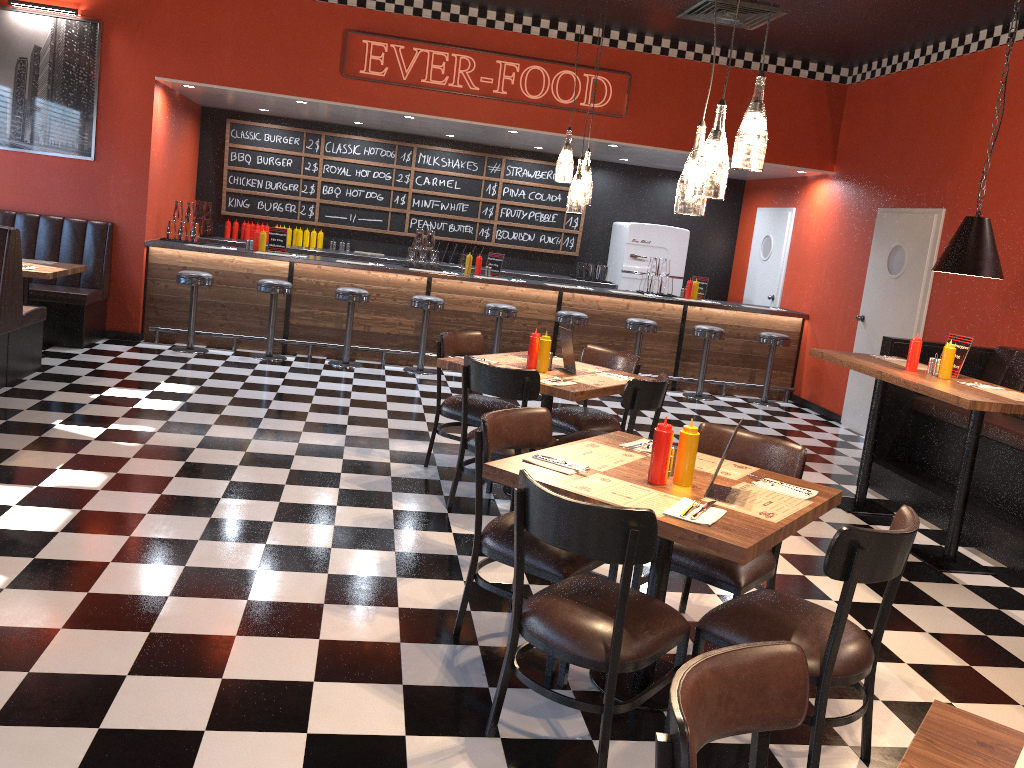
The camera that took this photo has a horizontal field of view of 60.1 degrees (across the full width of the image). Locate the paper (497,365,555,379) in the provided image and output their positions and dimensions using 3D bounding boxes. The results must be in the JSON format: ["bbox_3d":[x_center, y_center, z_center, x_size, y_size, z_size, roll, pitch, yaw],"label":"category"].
[{"bbox_3d":[0.028,-0.067,5.037,0.367,0.001,0.261,14,12,34],"label":"paper"}]

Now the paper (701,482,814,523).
[{"bbox_3d":[0.840,0.399,3.020,0.262,0.001,0.366,14,13,35],"label":"paper"}]

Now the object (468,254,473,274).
[{"bbox_3d":[-0.471,-1.321,9.671,0.068,0.236,0.068,7,8,3],"label":"object"}]

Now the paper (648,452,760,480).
[{"bbox_3d":[0.751,0.307,3.469,0.367,0.001,0.261,14,12,33],"label":"paper"}]

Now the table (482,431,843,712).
[{"bbox_3d":[0.520,0.714,3.238,0.964,0.769,0.958,13,11,35],"label":"table"}]

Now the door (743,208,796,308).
[{"bbox_3d":[3.102,-1.110,11.070,0.161,2.166,1.034,6,8,-10],"label":"door"}]

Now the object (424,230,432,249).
[{"bbox_3d":[-0.899,-1.570,9.658,0.106,0.207,0.105,13,10,35],"label":"object"}]

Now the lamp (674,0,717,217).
[{"bbox_3d":[0.735,-1.549,2.957,0.108,1.954,0.109,7,8,2],"label":"lamp"}]

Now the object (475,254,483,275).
[{"bbox_3d":[-0.363,-1.305,9.656,0.068,0.236,0.068,7,8,3],"label":"object"}]

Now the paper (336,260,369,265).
[{"bbox_3d":[-1.643,-1.262,9.221,0.365,0.001,0.263,5,10,-8],"label":"paper"}]

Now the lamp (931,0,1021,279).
[{"bbox_3d":[2.755,-1.630,4.990,0.383,2.032,0.383,12,9,31],"label":"lamp"}]

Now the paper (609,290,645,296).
[{"bbox_3d":[1.259,-0.999,9.723,0.365,0.001,0.263,5,10,-8],"label":"paper"}]

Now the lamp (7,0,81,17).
[{"bbox_3d":[-4.331,-3.486,8.211,0.610,0.056,0.082,5,10,-10],"label":"lamp"}]

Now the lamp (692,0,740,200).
[{"bbox_3d":[0.774,-1.581,2.832,0.109,1.954,0.108,12,9,32],"label":"lamp"}]

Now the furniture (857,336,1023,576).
[{"bbox_3d":[3.861,1.081,2.415,1.103,1.142,8.822,5,10,-10],"label":"furniture"}]

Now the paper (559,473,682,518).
[{"bbox_3d":[0.376,0.362,2.915,0.367,0.001,0.261,14,12,33],"label":"paper"}]

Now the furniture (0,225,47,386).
[{"bbox_3d":[-4.471,-0.691,6.549,1.708,1.147,0.711,5,9,-10],"label":"furniture"}]

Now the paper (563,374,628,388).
[{"bbox_3d":[0.488,-0.021,5.092,0.262,0.001,0.366,14,12,34],"label":"paper"}]

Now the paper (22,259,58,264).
[{"bbox_3d":[-4.192,-1.073,7.732,0.365,0.001,0.263,4,11,-14],"label":"paper"}]

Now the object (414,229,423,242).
[{"bbox_3d":[-1.012,-1.578,9.630,0.106,0.207,0.105,13,10,35],"label":"object"}]

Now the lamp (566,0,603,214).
[{"bbox_3d":[0.482,-1.953,5.010,0.109,1.954,0.108,13,10,37],"label":"lamp"}]

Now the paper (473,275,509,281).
[{"bbox_3d":[-0.223,-1.129,9.442,0.365,0.001,0.263,5,10,-8],"label":"paper"}]

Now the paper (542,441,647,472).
[{"bbox_3d":[0.316,0.271,3.371,0.262,0.001,0.366,14,12,32],"label":"paper"}]

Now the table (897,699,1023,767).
[{"bbox_3d":[0.899,1.139,1.156,0.964,0.769,0.958,13,11,35],"label":"table"}]

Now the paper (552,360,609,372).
[{"bbox_3d":[0.403,-0.116,5.556,0.367,0.001,0.261,15,13,37],"label":"paper"}]

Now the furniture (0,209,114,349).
[{"bbox_3d":[-4.725,-1.023,8.202,1.708,1.147,0.711,5,9,-10],"label":"furniture"}]

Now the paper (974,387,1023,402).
[{"bbox_3d":[2.782,0.066,4.892,0.261,0.001,0.368,6,10,-7],"label":"paper"}]

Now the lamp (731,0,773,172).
[{"bbox_3d":[0.911,-1.684,2.858,0.108,1.954,0.109,1,10,-37],"label":"lamp"}]

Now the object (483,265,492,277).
[{"bbox_3d":[-0.258,-1.231,9.612,0.094,0.135,0.047,14,11,40],"label":"object"}]

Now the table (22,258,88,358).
[{"bbox_3d":[-4.612,-0.668,7.392,1.690,0.769,0.963,5,9,-10],"label":"table"}]

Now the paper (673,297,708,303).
[{"bbox_3d":[1.994,-0.930,9.840,0.365,0.001,0.263,5,10,-9],"label":"paper"}]

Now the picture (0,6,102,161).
[{"bbox_3d":[-4.435,-2.824,8.330,1.022,1.293,0.016,6,8,-10],"label":"picture"}]

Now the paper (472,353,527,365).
[{"bbox_3d":[-0.051,-0.156,5.472,0.262,0.001,0.366,14,12,35],"label":"paper"}]

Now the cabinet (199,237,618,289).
[{"bbox_3d":[-1.368,-1.068,11.139,5.280,0.993,0.680,5,9,-10],"label":"cabinet"}]

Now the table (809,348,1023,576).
[{"bbox_3d":[2.481,0.435,5.460,0.695,0.993,1.704,6,10,-10],"label":"table"}]

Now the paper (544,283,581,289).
[{"bbox_3d":[0.545,-1.058,9.567,0.365,0.001,0.263,5,11,-13],"label":"paper"}]

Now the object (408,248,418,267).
[{"bbox_3d":[-1.069,-1.360,9.561,0.106,0.207,0.105,13,10,35],"label":"object"}]

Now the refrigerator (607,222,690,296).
[{"bbox_3d":[1.688,-1.169,11.496,0.802,1.792,0.855,6,8,-10],"label":"refrigerator"}]

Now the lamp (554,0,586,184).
[{"bbox_3d":[0.420,-2.159,5.139,0.108,1.954,0.109,4,8,-18],"label":"lamp"}]

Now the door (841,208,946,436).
[{"bbox_3d":[3.524,-0.559,8.326,0.161,2.166,1.034,6,8,-10],"label":"door"}]

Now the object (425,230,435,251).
[{"bbox_3d":[-0.876,-1.547,9.550,0.106,0.207,0.105,13,10,35],"label":"object"}]

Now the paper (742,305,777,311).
[{"bbox_3d":[2.781,-0.858,9.973,0.365,0.001,0.263,7,10,1],"label":"paper"}]

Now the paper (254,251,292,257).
[{"bbox_3d":[-2.432,-1.330,9.065,0.365,0.001,0.263,5,10,-8],"label":"paper"}]

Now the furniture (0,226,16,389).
[{"bbox_3d":[-4.365,-0.553,5.859,1.708,1.147,0.711,5,9,-10],"label":"furniture"}]

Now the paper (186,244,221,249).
[{"bbox_3d":[-3.093,-1.388,8.939,0.365,0.001,0.263,5,10,-8],"label":"paper"}]

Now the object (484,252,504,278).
[{"bbox_3d":[-0.196,-1.301,9.696,0.189,0.255,0.072,11,9,25],"label":"object"}]

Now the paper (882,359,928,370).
[{"bbox_3d":[2.645,-0.121,5.831,0.261,0.001,0.368,6,10,-7],"label":"paper"}]

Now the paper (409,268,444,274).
[{"bbox_3d":[-0.901,-1.192,9.333,0.365,0.001,0.263,5,10,-8],"label":"paper"}]

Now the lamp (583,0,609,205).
[{"bbox_3d":[0.530,-2.027,5.118,0.108,1.954,0.109,4,8,-23],"label":"lamp"}]

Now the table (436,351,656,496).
[{"bbox_3d":[0.181,0.289,5.348,0.961,0.769,0.962,13,11,35],"label":"table"}]

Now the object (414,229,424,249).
[{"bbox_3d":[-0.994,-1.560,9.542,0.106,0.207,0.105,13,10,35],"label":"object"}]

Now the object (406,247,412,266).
[{"bbox_3d":[-1.099,-1.383,9.667,0.106,0.207,0.105,13,10,35],"label":"object"}]
